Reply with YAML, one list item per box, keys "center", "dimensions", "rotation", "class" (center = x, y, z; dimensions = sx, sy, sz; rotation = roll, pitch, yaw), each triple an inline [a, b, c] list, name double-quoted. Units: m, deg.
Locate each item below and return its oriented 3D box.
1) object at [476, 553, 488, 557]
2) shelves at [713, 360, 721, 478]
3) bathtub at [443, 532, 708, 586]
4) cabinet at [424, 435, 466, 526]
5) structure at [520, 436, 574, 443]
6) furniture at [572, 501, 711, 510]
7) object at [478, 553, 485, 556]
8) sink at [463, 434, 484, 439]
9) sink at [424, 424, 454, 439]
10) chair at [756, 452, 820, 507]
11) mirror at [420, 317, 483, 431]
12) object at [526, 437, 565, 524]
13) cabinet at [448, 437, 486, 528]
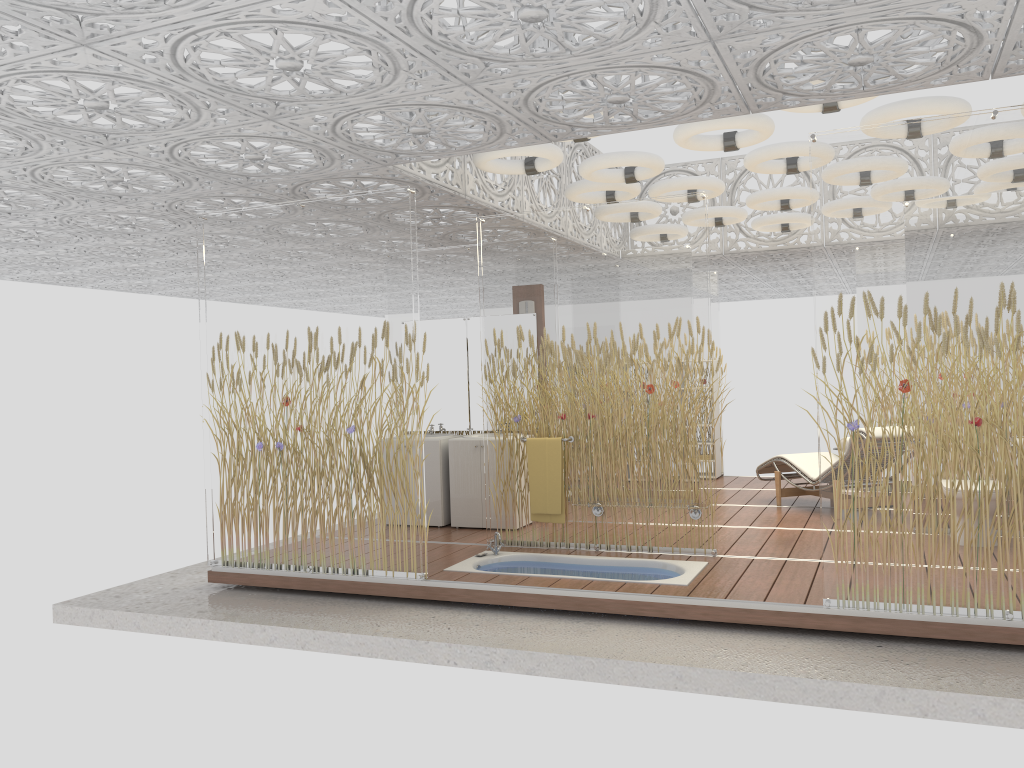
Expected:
- center: [-0.228, 1.273, 6.604]
  dimensions: [0.065, 0.011, 0.108]
  rotation: [-2, 0, 32]
  class: "object"
- center: [2.396, 0.436, 11.149]
  dimensions: [0.366, 1.460, 0.344]
  rotation: [-2, 0, 23]
  class: "shelves"
- center: [0.443, 1.376, 6.147]
  dimensions: [1.700, 0.582, 0.700]
  rotation: [-2, 0, 23]
  class: "bathtub"
- center: [-0.822, 0.891, 8.334]
  dimensions: [0.643, 0.782, 0.549]
  rotation: [-2, 0, 23]
  class: "cabinet"
- center: [0.256, 0.426, 6.780]
  dimensions: [0.442, 0.047, 0.078]
  rotation: [-2, 0, 23]
  class: "structure"
- center: [0.922, 0.870, 6.377]
  dimensions: [0.977, 0.014, 0.178]
  rotation: [-2, 0, 23]
  class: "furniture"
- center: [-0.227, 1.267, 6.604]
  dimensions: [0.035, 0.016, 0.066]
  rotation: [-2, 0, 32]
  class: "object"
- center: [-0.169, 0.503, 8.066]
  dimensions: [0.573, 0.266, 0.499]
  rotation: [-2, 0, 26]
  class: "sink"
- center: [-0.828, 0.523, 8.348]
  dimensions: [0.573, 0.266, 0.499]
  rotation: [-2, 0, 20]
  class: "sink"
- center: [3.003, 0.771, 8.277]
  dimensions: [0.635, 0.811, 1.787]
  rotation: [-2, 0, -17]
  class: "chair"
- center: [-0.413, -0.094, 8.441]
  dimensions: [1.422, 1.081, 0.009]
  rotation: [-2, 0, 23]
  class: "mirror"
- center: [0.258, 0.734, 6.756]
  dimensions: [0.283, 0.656, 0.042]
  rotation: [-2, 0, 23]
  class: "object"
- center: [-0.161, 0.871, 8.052]
  dimensions: [0.643, 0.782, 0.549]
  rotation: [-2, 0, 23]
  class: "cabinet"
